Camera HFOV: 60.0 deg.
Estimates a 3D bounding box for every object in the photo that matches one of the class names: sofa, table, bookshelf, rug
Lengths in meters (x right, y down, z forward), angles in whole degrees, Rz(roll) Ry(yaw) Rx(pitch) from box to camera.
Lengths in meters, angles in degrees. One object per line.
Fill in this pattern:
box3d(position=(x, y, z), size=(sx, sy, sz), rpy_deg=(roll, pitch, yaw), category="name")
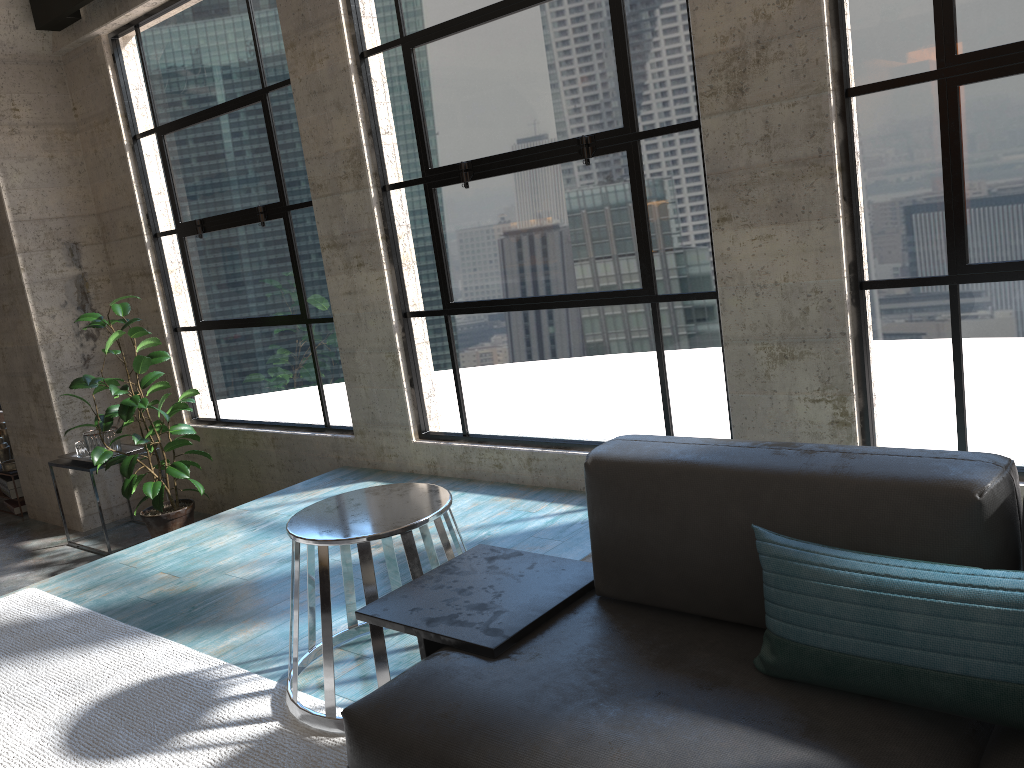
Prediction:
box3d(position=(0.732, 0.507, 1.308), size=(2.063, 0.680, 1.019), rpy_deg=(1, 13, 41), category="sofa")
box3d(position=(-0.351, 0.570, 2.444), size=(0.620, 0.472, 0.620), rpy_deg=(1, 14, 43), category="table")
box3d(position=(-2.575, 0.726, 5.724), size=(0.600, 0.563, 0.450), rpy_deg=(1, 13, 41), category="table")
box3d(position=(-4.204, 0.791, 7.291), size=(1.600, 0.347, 0.350), rpy_deg=(1, 13, 41), category="bookshelf")
box3d(position=(-0.032, 0.648, 2.019), size=(0.413, 0.390, 0.420), rpy_deg=(1, 13, 41), category="table")
box3d(position=(0.029, 1.188, 0.023), size=(7.768, 0.032, 2.954), rpy_deg=(1, 13, 41), category="rug")

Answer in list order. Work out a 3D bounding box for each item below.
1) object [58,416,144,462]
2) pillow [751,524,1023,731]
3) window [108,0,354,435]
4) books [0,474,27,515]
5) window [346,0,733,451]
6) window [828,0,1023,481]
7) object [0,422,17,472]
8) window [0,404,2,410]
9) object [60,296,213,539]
box3d(position=(-2.621, 0.337, 5.598), size=(0.546, 0.253, 0.327), rpy_deg=(1, 13, 41), category="object")
box3d(position=(0.784, 0.264, 1.164), size=(0.349, 0.466, 1.042), rpy_deg=(-16, 13, -37), category="pillow")
box3d(position=(-1.671, -0.962, 5.224), size=(1.780, 2.530, 0.081), rpy_deg=(1, 13, 41), category="window")
box3d(position=(-3.812, 0.828, 6.938), size=(0.274, 0.263, 0.393), rpy_deg=(-16, 13, -38), category="books")
box3d(position=(0.030, -0.947, 3.761), size=(1.780, 2.530, 0.081), rpy_deg=(1, 13, 41), category="window")
box3d(position=(1.732, -0.931, 2.298), size=(1.780, 2.530, 0.081), rpy_deg=(1, 13, 41), category="window")
box3d(position=(-3.874, 0.470, 6.870), size=(0.248, 0.333, 0.415), rpy_deg=(-11, 10, -12), category="object")
box3d(position=(-4.497, -0.988, 7.654), size=(1.780, 2.530, 0.081), rpy_deg=(1, 13, 41), category="window")
box3d(position=(-2.164, 0.258, 5.229), size=(0.514, 1.552, 0.886), rpy_deg=(-3, 12, 28), category="object")
